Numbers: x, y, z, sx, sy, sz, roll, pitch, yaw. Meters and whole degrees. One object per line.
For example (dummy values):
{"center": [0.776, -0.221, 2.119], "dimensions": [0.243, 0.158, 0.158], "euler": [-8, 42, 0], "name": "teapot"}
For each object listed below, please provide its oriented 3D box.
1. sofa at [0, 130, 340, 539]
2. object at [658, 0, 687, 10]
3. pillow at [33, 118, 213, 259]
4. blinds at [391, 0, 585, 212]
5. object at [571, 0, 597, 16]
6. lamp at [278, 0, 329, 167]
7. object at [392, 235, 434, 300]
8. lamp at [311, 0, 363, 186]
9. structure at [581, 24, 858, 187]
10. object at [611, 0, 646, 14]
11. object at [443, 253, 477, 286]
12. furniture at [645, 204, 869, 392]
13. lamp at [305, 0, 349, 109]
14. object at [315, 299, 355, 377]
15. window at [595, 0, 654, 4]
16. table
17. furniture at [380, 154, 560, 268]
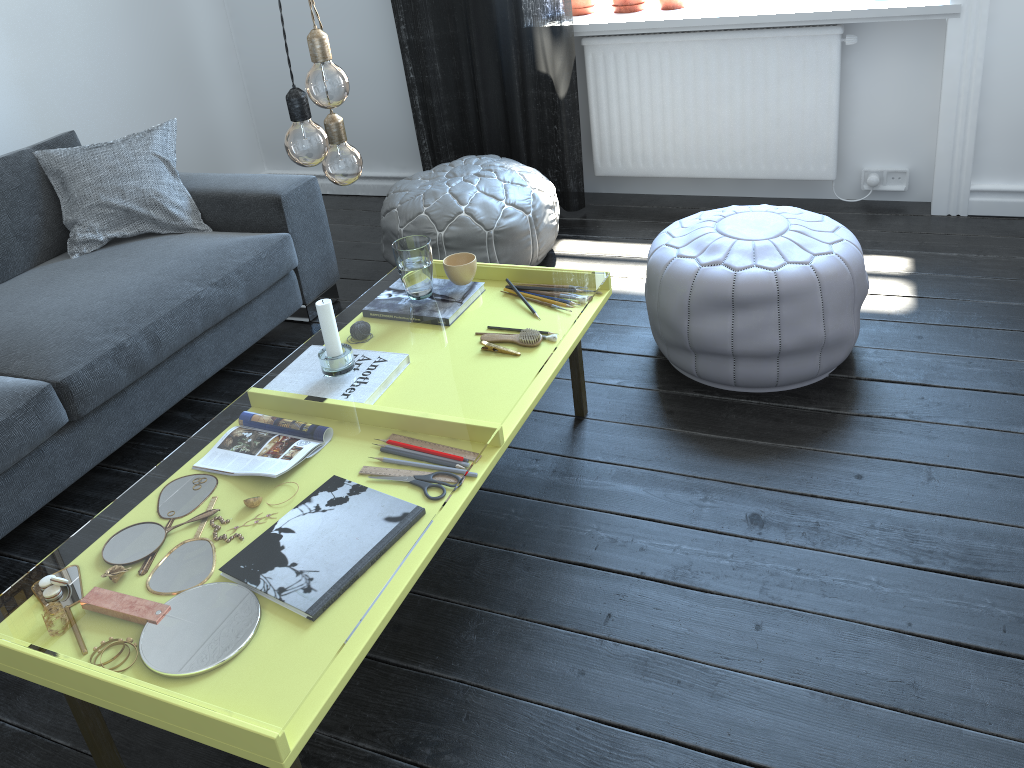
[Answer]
{"center": [-1.576, -0.067, 2.344], "dimensions": [1.088, 0.691, 2.479], "euler": [6, 32, 23], "name": "sofa"}
{"center": [0.658, -1.665, 3.565], "dimensions": [0.195, 0.265, 0.185], "euler": [-11, 27, -6], "name": "object"}
{"center": [-1.675, -0.316, 2.343], "dimensions": [0.481, 0.470, 2.141], "euler": [8, 33, 27], "name": "pillow"}
{"center": [-0.223, -2.053, 3.292], "dimensions": [0.807, 2.839, 0.117], "euler": [4, 28, 23], "name": "blinds"}
{"center": [0.279, -1.820, 3.704], "dimensions": [0.300, 0.476, 0.350], "euler": [-3, 27, 9], "name": "object"}
{"center": [-0.425, -1.013, 1.199], "dimensions": [0.087, 1.430, 0.077], "euler": [-13, 26, -11], "name": "lamp"}
{"center": [-0.242, -0.289, 2.216], "dimensions": [0.098, 0.139, 0.102], "euler": [-13, 28, -11], "name": "object"}
{"center": [-0.389, -1.005, 1.316], "dimensions": [0.076, 1.430, 0.091], "euler": [-27, 32, -34], "name": "lamp"}
{"center": [0.811, -1.104, 3.546], "dimensions": [1.068, 0.600, 0.076], "euler": [7, 29, 24], "name": "structure"}
{"center": [0.475, -1.738, 3.642], "dimensions": [0.261, 0.353, 0.243], "euler": [12, 33, 34], "name": "object"}
{"center": [-0.131, -0.292, 2.273], "dimensions": [0.089, 0.064, 0.089], "euler": [-26, 33, -30], "name": "object"}
{"center": [0.695, -0.267, 2.531], "dimensions": [0.616, 0.401, 0.638], "euler": [3, 30, 18], "name": "furniture"}
{"center": [-0.399, -1.115, 1.213], "dimensions": [0.075, 1.430, 0.077], "euler": [-15, 27, -15], "name": "lamp"}
{"center": [-0.392, -0.105, 1.906], "dimensions": [0.076, 0.165, 0.077], "euler": [-21, 29, -25], "name": "object"}
{"center": [0.848, -2.487, 3.306], "dimensions": [1.574, 1.897, 0.112], "euler": [6, 29, 24], "name": "window"}
{"center": [-0.273, 0.214, 1.874], "dimensions": [0.602, 0.382, 1.463], "euler": [6, 32, 23], "name": "table"}
{"center": [-0.162, -0.640, 3.354], "dimensions": [0.682, 0.365, 0.709], "euler": [6, 32, 23], "name": "furniture"}
